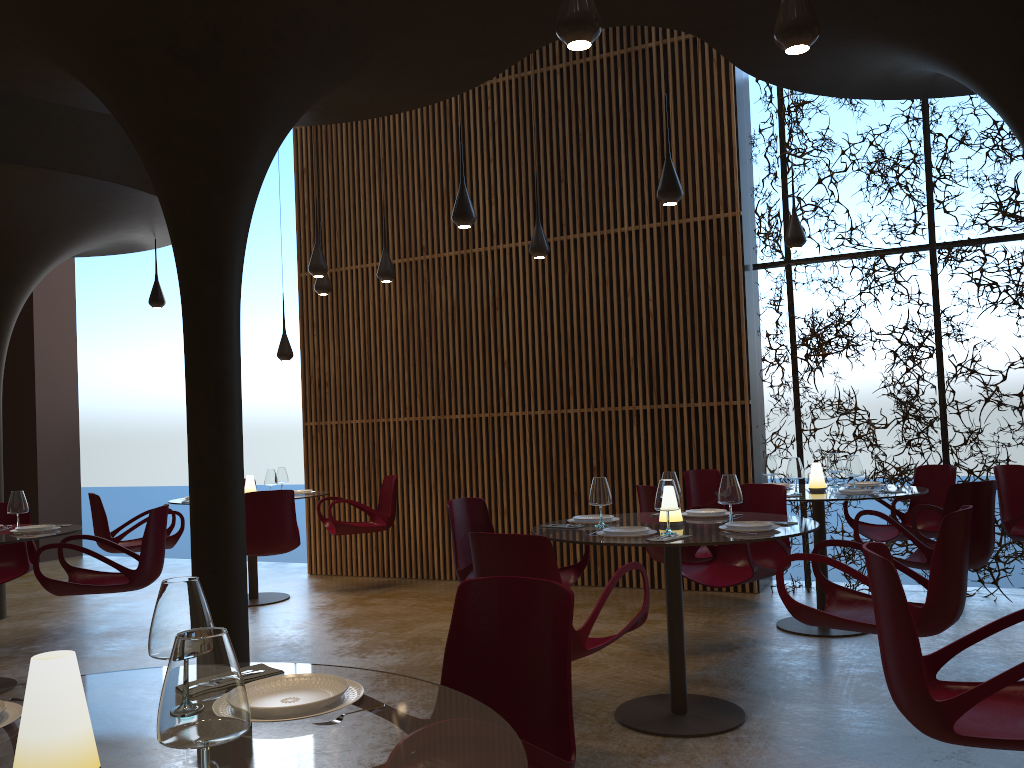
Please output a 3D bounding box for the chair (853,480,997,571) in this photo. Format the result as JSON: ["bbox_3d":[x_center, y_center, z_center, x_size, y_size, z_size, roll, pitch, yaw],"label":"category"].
[{"bbox_3d":[2.961,0.987,6.255,0.625,0.635,0.873,-1,-3,-24],"label":"chair"}]

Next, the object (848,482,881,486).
[{"bbox_3d":[3.026,0.862,7.609,0.263,0.029,0.263,-1,-3,-27],"label":"object"}]

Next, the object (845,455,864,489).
[{"bbox_3d":[2.739,0.718,7.094,0.142,0.295,0.142,-1,-2,-24],"label":"object"}]

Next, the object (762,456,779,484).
[{"bbox_3d":[2.242,0.769,7.682,0.142,0.295,0.142,-3,-2,25],"label":"object"}]

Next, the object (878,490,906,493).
[{"bbox_3d":[2.953,0.848,6.973,0.126,0.017,0.262,-1,-3,-23],"label":"object"}]

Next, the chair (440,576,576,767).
[{"bbox_3d":[-0.212,0.910,2.403,0.625,0.635,0.872,-4,-3,41],"label":"chair"}]

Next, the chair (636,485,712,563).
[{"bbox_3d":[1.409,1.085,6.915,0.872,0.635,0.626,-1,-3,-24],"label":"chair"}]

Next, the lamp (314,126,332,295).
[{"bbox_3d":[-2.220,-4.126,9.926,0.196,6.272,0.196,-3,-2,33],"label":"lamp"}]

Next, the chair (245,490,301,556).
[{"bbox_3d":[-2.380,1.321,8.516,0.625,0.635,0.873,-1,-3,-24],"label":"chair"}]

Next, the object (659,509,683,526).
[{"bbox_3d":[0.945,0.725,5.290,0.144,0.232,0.142,-2,-2,-19],"label":"object"}]

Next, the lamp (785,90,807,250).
[{"bbox_3d":[2.527,-4.399,8.363,0.196,6.272,0.196,-1,-2,-39],"label":"lamp"}]

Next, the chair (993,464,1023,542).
[{"bbox_3d":[4.389,0.979,7.170,0.625,0.635,0.873,-1,-3,-29],"label":"chair"}]

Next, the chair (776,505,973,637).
[{"bbox_3d":[1.872,0.938,4.513,0.873,0.635,0.625,-4,-3,36],"label":"chair"}]

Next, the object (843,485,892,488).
[{"bbox_3d":[3.028,0.872,7.604,0.204,0.012,0.411,-1,-3,-22],"label":"object"}]

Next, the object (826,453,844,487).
[{"bbox_3d":[2.809,0.748,7.710,0.142,0.295,0.142,-4,-2,37],"label":"object"}]

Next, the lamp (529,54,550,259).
[{"bbox_3d":[0.131,-4.305,8.321,0.196,6.272,0.196,-2,-2,1],"label":"lamp"}]

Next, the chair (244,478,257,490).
[{"bbox_3d":[-3.273,1.467,10.586,0.625,0.635,0.873,-1,-3,-19],"label":"chair"}]

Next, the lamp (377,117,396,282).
[{"bbox_3d":[-1.426,-4.193,9.263,0.196,6.272,0.196,-3,-2,33],"label":"lamp"}]

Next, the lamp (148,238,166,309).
[{"bbox_3d":[-4.267,-4.017,10.438,0.196,6.272,0.196,-2,-2,1],"label":"lamp"}]

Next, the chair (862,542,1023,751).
[{"bbox_3d":[1.655,0.865,2.962,0.873,0.635,0.625,-3,-2,21],"label":"chair"}]

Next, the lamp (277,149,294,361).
[{"bbox_3d":[-2.803,-3.403,10.554,0.196,6.272,0.196,-2,-2,1],"label":"lamp"}]

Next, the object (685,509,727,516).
[{"bbox_3d":[1.254,0.832,5.722,0.263,0.029,0.263,-4,-3,26],"label":"object"}]

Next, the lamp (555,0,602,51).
[{"bbox_3d":[0.156,-4.547,3.789,0.196,6.272,0.196,-1,-2,-29],"label":"lamp"}]

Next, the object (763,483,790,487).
[{"bbox_3d":[2.339,0.904,7.893,0.263,0.029,0.263,-2,-3,-3],"label":"object"}]

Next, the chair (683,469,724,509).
[{"bbox_3d":[2.050,1.139,8.425,0.625,0.635,0.873,-1,-3,-29],"label":"chair"}]

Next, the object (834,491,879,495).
[{"bbox_3d":[2.668,0.846,6.870,0.332,0.014,0.332,-3,-3,19],"label":"object"}]

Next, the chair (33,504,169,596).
[{"bbox_3d":[-3.040,1.250,6.680,0.872,0.635,0.625,-2,-2,-12],"label":"chair"}]

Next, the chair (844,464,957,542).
[{"bbox_3d":[3.479,1.049,7.811,0.872,0.635,0.626,-1,-2,-19],"label":"chair"}]

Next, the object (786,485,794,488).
[{"bbox_3d":[2.339,0.914,7.892,0.332,0.014,0.332,-3,-3,7],"label":"object"}]

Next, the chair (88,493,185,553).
[{"bbox_3d":[-3.888,1.416,9.156,0.872,0.635,0.626,-1,-3,-29],"label":"chair"}]

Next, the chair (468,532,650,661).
[{"bbox_3d":[0.198,0.995,4.308,0.625,0.635,0.873,-4,-3,36],"label":"chair"}]

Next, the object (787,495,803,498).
[{"bbox_3d":[2.121,0.877,6.894,0.262,0.017,0.126,-2,-3,-14],"label":"object"}]

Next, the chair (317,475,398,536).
[{"bbox_3d":[-1.718,1.377,10.070,0.872,0.635,0.626,-1,-3,-24],"label":"chair"}]

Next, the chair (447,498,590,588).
[{"bbox_3d":[-0.001,1.089,5.935,0.873,0.635,0.625,-4,-3,31],"label":"chair"}]

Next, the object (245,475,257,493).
[{"bbox_3d":[-2.855,1.110,9.668,0.142,0.232,0.144,-3,-2,11],"label":"object"}]

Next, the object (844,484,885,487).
[{"bbox_3d":[3.026,0.871,7.609,0.332,0.014,0.332,-3,-3,18],"label":"object"}]

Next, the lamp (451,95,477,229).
[{"bbox_3d":[-0.496,-4.352,6.968,0.196,6.272,0.196,-2,-2,-19],"label":"lamp"}]

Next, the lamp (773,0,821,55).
[{"bbox_3d":[1.110,-4.578,3.919,0.196,6.272,0.196,-1,-2,-29],"label":"lamp"}]

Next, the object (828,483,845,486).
[{"bbox_3d":[2.953,0.897,7.901,0.262,0.017,0.126,-1,-3,-18],"label":"object"}]

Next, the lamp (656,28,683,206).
[{"bbox_3d":[1.022,-4.437,6.515,0.196,6.272,0.196,-2,-2,-19],"label":"lamp"}]

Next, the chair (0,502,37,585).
[{"bbox_3d":[-4.371,1.346,7.483,0.625,0.635,0.873,-1,-3,-22],"label":"chair"}]

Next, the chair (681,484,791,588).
[{"bbox_3d":[1.544,1.037,6.119,0.625,0.635,0.872,-4,-3,41],"label":"chair"}]

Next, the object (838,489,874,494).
[{"bbox_3d":[2.668,0.837,6.870,0.263,0.029,0.263,-3,-3,19],"label":"object"}]

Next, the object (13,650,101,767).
[{"bbox_3d":[-0.811,0.598,1.575,0.144,0.232,0.142,-2,-2,1],"label":"object"}]

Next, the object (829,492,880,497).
[{"bbox_3d":[2.664,0.848,6.867,0.410,0.012,0.204,-1,-3,-28],"label":"object"}]

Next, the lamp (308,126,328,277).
[{"bbox_3d":[-2.033,-4.192,8.824,0.196,6.272,0.196,-1,-2,-37],"label":"lamp"}]

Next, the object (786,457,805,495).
[{"bbox_3d":[2.265,0.737,7.084,0.142,0.295,0.142,-4,-2,41],"label":"object"}]

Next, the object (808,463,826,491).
[{"bbox_3d":[2.541,0.772,7.388,0.144,0.232,0.142,-2,-2,-9],"label":"object"}]
